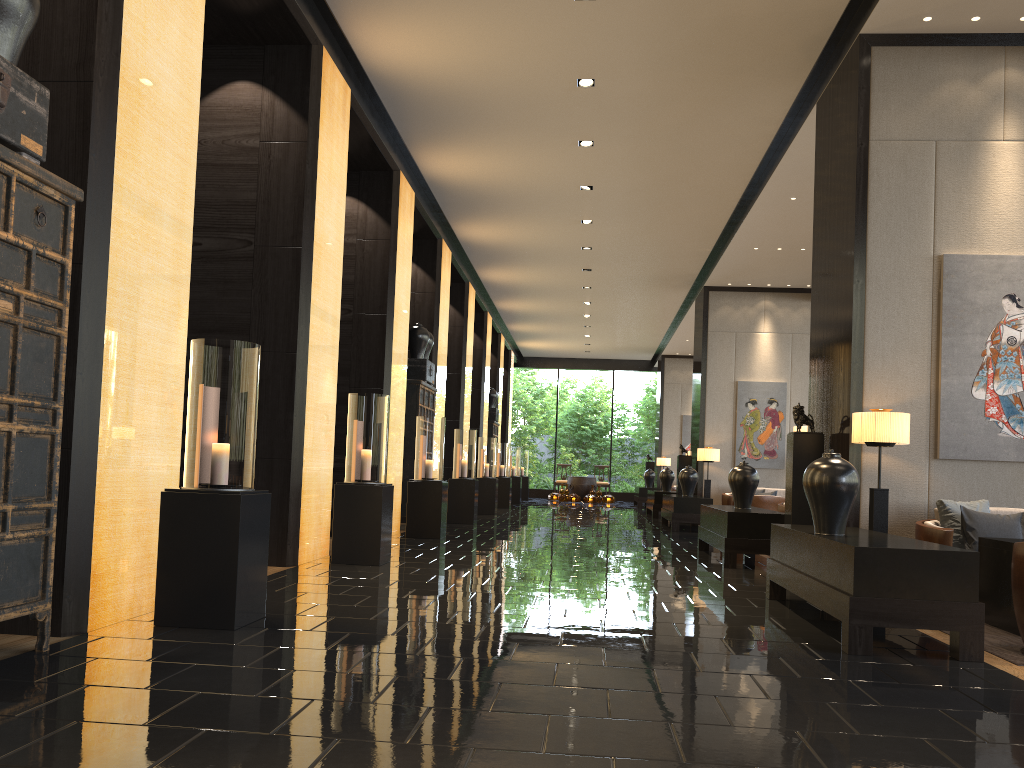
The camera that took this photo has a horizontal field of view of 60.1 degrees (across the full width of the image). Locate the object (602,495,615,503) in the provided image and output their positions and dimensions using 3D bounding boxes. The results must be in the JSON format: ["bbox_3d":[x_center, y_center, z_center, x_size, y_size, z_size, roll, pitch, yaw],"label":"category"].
[{"bbox_3d":[2.776,3.297,25.452,0.370,0.228,0.370,4,-5,-22],"label":"object"}]

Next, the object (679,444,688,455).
[{"bbox_3d":[3.112,1.189,16.065,0.161,0.217,0.102,3,-3,-7],"label":"object"}]

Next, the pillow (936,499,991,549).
[{"bbox_3d":[3.164,0.999,6.149,0.433,0.398,0.201,3,-3,-17],"label":"pillow"}]

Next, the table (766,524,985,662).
[{"bbox_3d":[2.001,1.139,5.167,0.620,0.511,1.967,2,-5,5],"label":"table"}]

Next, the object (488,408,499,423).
[{"bbox_3d":[-0.494,0.736,20.701,0.365,0.314,0.608,2,-5,5],"label":"object"}]

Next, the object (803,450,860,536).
[{"bbox_3d":[1.848,0.626,5.133,0.311,0.491,0.312,1,-3,24],"label":"object"}]

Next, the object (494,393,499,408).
[{"bbox_3d":[-0.472,0.349,20.891,0.311,0.491,0.312,3,-3,-14],"label":"object"}]

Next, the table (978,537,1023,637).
[{"bbox_3d":[3.396,1.200,5.188,1.041,0.516,0.577,2,-4,5],"label":"table"}]

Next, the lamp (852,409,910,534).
[{"bbox_3d":[2.565,0.852,6.192,0.375,1.344,0.375,4,-3,-34],"label":"lamp"}]

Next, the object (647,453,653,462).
[{"bbox_3d":[3.884,2.079,24.994,0.176,0.245,0.116,2,-3,10],"label":"object"}]

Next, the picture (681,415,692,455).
[{"bbox_3d":[5.086,1.616,24.308,0.834,1.498,0.037,2,-2,5],"label":"picture"}]

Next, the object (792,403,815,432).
[{"bbox_3d":[2.349,0.274,7.138,0.176,0.245,0.116,2,-3,5],"label":"object"}]

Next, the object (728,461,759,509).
[{"bbox_3d":[2.380,1.035,9.102,0.311,0.491,0.312,3,-3,-14],"label":"object"}]

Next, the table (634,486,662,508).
[{"bbox_3d":[3.538,2.945,23.030,0.620,0.511,1.967,2,-5,5],"label":"table"}]

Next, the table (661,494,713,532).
[{"bbox_3d":[2.768,2.041,14.086,0.620,0.511,1.967,2,-5,5],"label":"table"}]

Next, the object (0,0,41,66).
[{"bbox_3d":[-1.979,-1.421,3.378,0.311,0.491,0.312,3,-3,-14],"label":"object"}]

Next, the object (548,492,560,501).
[{"bbox_3d":[1.242,3.251,25.605,0.369,0.228,0.371,0,-5,22],"label":"object"}]

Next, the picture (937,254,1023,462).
[{"bbox_3d":[3.548,-0.191,6.437,0.834,1.498,0.037,2,-2,5],"label":"picture"}]

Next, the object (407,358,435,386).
[{"bbox_3d":[-1.250,-0.152,11.922,0.365,0.314,0.608,2,-5,5],"label":"object"}]

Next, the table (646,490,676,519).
[{"bbox_3d":[3.099,2.430,17.936,0.620,0.511,1.967,2,-5,5],"label":"table"}]

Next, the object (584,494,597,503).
[{"bbox_3d":[2.205,3.224,24.942,0.369,0.228,0.371,2,-5,8],"label":"object"}]

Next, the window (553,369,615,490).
[{"bbox_3d":[2.600,-0.045,11.782,12.050,4.215,32.003,2,-6,5],"label":"window"}]

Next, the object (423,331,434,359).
[{"bbox_3d":[-1.227,-0.538,12.112,0.311,0.491,0.312,3,-3,-14],"label":"object"}]

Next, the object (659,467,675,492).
[{"bbox_3d":[3.140,1.928,17.936,0.311,0.491,0.312,1,-3,24],"label":"object"}]

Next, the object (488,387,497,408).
[{"bbox_3d":[-0.500,0.316,20.560,0.312,0.491,0.312,4,-3,-21],"label":"object"}]

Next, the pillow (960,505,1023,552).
[{"bbox_3d":[3.251,1.007,5.985,0.471,0.360,0.220,2,-3,2],"label":"pillow"}]

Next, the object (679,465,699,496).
[{"bbox_3d":[2.810,1.540,14.101,0.311,0.491,0.312,1,-3,24],"label":"object"}]

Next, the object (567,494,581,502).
[{"bbox_3d":[1.746,3.210,24.978,0.369,0.228,0.371,0,-5,27],"label":"object"}]

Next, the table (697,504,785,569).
[{"bbox_3d":[2.332,1.528,9.017,0.620,0.511,1.967,2,-5,5],"label":"table"}]

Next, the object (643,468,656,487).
[{"bbox_3d":[3.584,2.449,23.094,0.311,0.491,0.312,1,-3,24],"label":"object"}]

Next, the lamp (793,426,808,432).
[{"bbox_3d":[2.720,1.048,7.991,0.376,1.316,0.375,4,-3,-41],"label":"lamp"}]

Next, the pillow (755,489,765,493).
[{"bbox_3d":[4.011,1.900,14.819,0.471,0.360,0.220,2,-3,2],"label":"pillow"}]

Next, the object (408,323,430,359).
[{"bbox_3d":[-1.256,-0.572,11.781,0.312,0.491,0.312,4,-4,-29],"label":"object"}]

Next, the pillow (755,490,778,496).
[{"bbox_3d":[3.694,1.728,13.060,0.441,0.337,0.205,1,-3,12],"label":"pillow"}]

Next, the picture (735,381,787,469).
[{"bbox_3d":[4.314,0.709,15.339,0.834,1.498,0.037,2,-2,5],"label":"picture"}]
